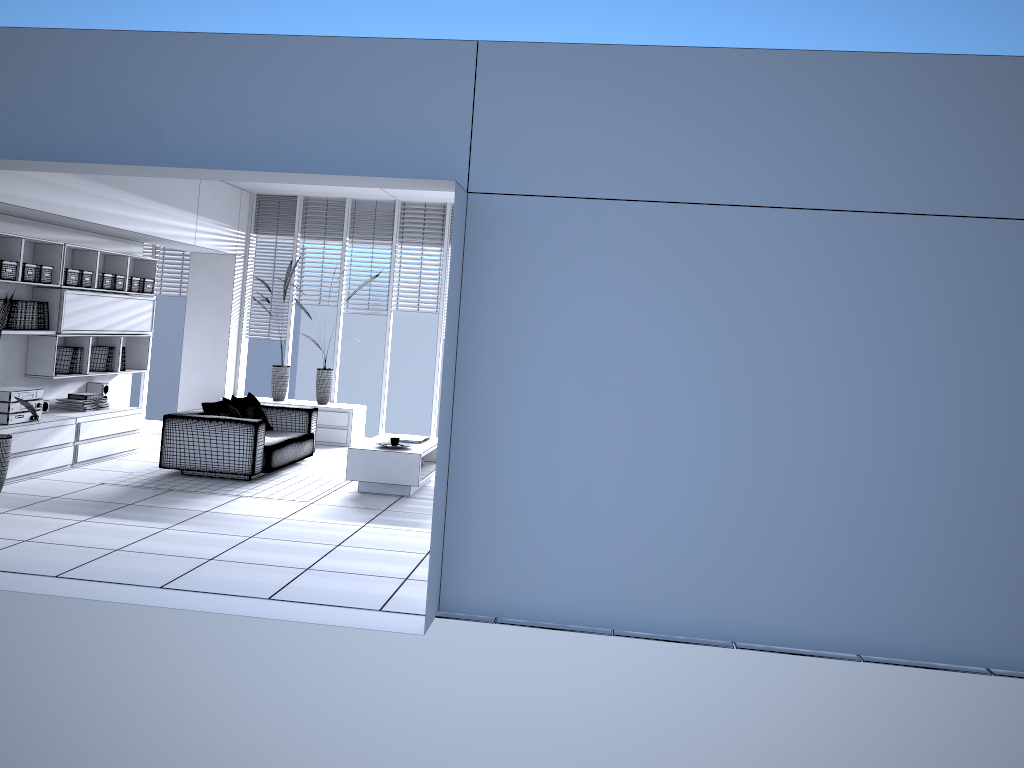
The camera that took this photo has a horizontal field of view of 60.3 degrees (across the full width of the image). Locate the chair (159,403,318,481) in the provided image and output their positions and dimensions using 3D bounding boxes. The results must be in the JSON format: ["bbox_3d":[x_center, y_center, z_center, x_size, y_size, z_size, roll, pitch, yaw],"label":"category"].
[{"bbox_3d":[-2.572,0.531,8.613,0.960,0.553,1.648,4,3,6],"label":"chair"}]

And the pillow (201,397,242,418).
[{"bbox_3d":[-2.705,0.349,8.354,0.340,0.390,0.567,4,1,4],"label":"pillow"}]

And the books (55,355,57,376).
[{"bbox_3d":[-4.339,-0.212,8.206,0.207,0.261,0.074,4,-2,7],"label":"books"}]

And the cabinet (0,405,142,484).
[{"bbox_3d":[-4.234,0.512,8.027,0.574,0.450,2.268,4,3,6],"label":"cabinet"}]

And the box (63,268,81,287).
[{"bbox_3d":[-4.254,-1.009,8.287,0.281,0.162,0.211,4,1,7],"label":"box"}]

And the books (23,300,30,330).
[{"bbox_3d":[-4.360,-0.611,7.759,0.207,0.260,0.050,4,-3,7],"label":"books"}]

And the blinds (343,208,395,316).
[{"bbox_3d":[-1.809,-1.564,11.276,0.637,1.362,0.057,4,-3,6],"label":"blinds"}]

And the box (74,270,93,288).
[{"bbox_3d":[-4.229,-1.021,8.513,0.281,0.162,0.174,4,0,7],"label":"box"}]

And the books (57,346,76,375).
[{"bbox_3d":[-4.302,-0.226,8.443,0.207,0.261,0.074,4,-2,6],"label":"books"}]

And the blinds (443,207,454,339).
[{"bbox_3d":[-0.465,-1.386,11.120,0.715,1.697,0.047,4,-3,6],"label":"blinds"}]

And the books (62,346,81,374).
[{"bbox_3d":[-4.295,-0.231,8.541,0.207,0.260,0.050,4,-3,7],"label":"books"}]

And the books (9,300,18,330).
[{"bbox_3d":[-4.382,-0.602,7.590,0.207,0.261,0.074,4,-2,6],"label":"books"}]

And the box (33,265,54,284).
[{"bbox_3d":[-4.296,-0.989,7.901,0.281,0.162,0.178,4,1,7],"label":"box"}]

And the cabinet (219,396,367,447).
[{"bbox_3d":[-2.699,0.448,10.821,1.676,0.451,0.596,4,1,6],"label":"cabinet"}]

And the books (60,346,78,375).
[{"bbox_3d":[-4.300,-0.228,8.474,0.207,0.261,0.074,4,-2,6],"label":"books"}]

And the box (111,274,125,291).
[{"bbox_3d":[-4.166,-1.050,9.081,0.281,0.162,0.178,4,1,6],"label":"box"}]

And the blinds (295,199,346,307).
[{"bbox_3d":[-2.442,-1.692,11.354,0.637,1.371,0.051,4,-3,6],"label":"blinds"}]

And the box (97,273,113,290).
[{"bbox_3d":[-4.190,-1.039,8.859,0.281,0.162,0.178,4,1,6],"label":"box"}]

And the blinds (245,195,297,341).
[{"bbox_3d":[-3.094,-1.511,11.414,0.637,1.890,0.057,4,-3,6],"label":"blinds"}]

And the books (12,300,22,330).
[{"bbox_3d":[-4.377,-0.606,7.657,0.207,0.260,0.050,4,-3,7],"label":"books"}]

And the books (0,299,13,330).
[{"bbox_3d":[-4.384,-0.597,7.525,0.207,0.259,0.072,4,-2,6],"label":"books"}]

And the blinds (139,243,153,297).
[{"bbox_3d":[-4.979,-1.652,11.663,0.637,1.910,0.038,4,-3,6],"label":"blinds"}]

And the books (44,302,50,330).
[{"bbox_3d":[-4.319,-0.624,8.033,0.207,0.259,0.072,4,-2,6],"label":"books"}]

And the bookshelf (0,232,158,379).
[{"bbox_3d":[-4.268,-0.696,8.382,0.328,1.253,2.815,4,2,6],"label":"bookshelf"}]

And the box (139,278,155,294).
[{"bbox_3d":[-4.103,-1.080,9.648,0.281,0.162,0.216,4,1,6],"label":"box"}]

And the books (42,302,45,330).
[{"bbox_3d":[-4.333,-0.621,7.990,0.207,0.259,0.072,4,-2,7],"label":"books"}]

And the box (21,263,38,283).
[{"bbox_3d":[-4.321,-0.977,7.676,0.281,0.162,0.174,4,0,7],"label":"box"}]

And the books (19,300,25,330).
[{"bbox_3d":[-4.372,-0.608,7.708,0.207,0.260,0.050,4,-3,7],"label":"books"}]

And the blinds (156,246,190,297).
[{"bbox_3d":[-4.327,-1.833,11.602,0.637,1.382,0.038,4,-3,6],"label":"blinds"}]

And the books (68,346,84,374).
[{"bbox_3d":[-4.289,-0.234,8.593,0.207,0.260,0.050,4,-3,7],"label":"books"}]

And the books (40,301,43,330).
[{"bbox_3d":[-4.340,-0.621,7.958,0.207,0.261,0.074,4,-2,7],"label":"books"}]

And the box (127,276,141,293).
[{"bbox_3d":[-4.133,-1.066,9.381,0.281,0.162,0.178,4,1,6],"label":"box"}]

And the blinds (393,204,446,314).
[{"bbox_3d":[-1.163,-1.599,11.210,0.637,1.382,0.038,4,-3,6],"label":"blinds"}]

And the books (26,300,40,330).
[{"bbox_3d":[-4.344,-0.620,7.927,0.207,0.261,0.074,4,-2,7],"label":"books"}]

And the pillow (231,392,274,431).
[{"bbox_3d":[-2.640,0.297,8.931,0.300,0.399,0.565,4,1,4],"label":"pillow"}]

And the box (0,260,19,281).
[{"bbox_3d":[-4.351,-0.963,7.407,0.281,0.162,0.211,4,1,7],"label":"box"}]

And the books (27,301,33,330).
[{"bbox_3d":[-4.362,-0.614,7.812,0.207,0.260,0.050,4,-3,6],"label":"books"}]

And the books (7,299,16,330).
[{"bbox_3d":[-4.385,-0.600,7.558,0.207,0.261,0.074,4,-2,6],"label":"books"}]

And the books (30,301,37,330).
[{"bbox_3d":[-4.353,-0.616,7.863,0.207,0.260,0.050,4,-3,7],"label":"books"}]
